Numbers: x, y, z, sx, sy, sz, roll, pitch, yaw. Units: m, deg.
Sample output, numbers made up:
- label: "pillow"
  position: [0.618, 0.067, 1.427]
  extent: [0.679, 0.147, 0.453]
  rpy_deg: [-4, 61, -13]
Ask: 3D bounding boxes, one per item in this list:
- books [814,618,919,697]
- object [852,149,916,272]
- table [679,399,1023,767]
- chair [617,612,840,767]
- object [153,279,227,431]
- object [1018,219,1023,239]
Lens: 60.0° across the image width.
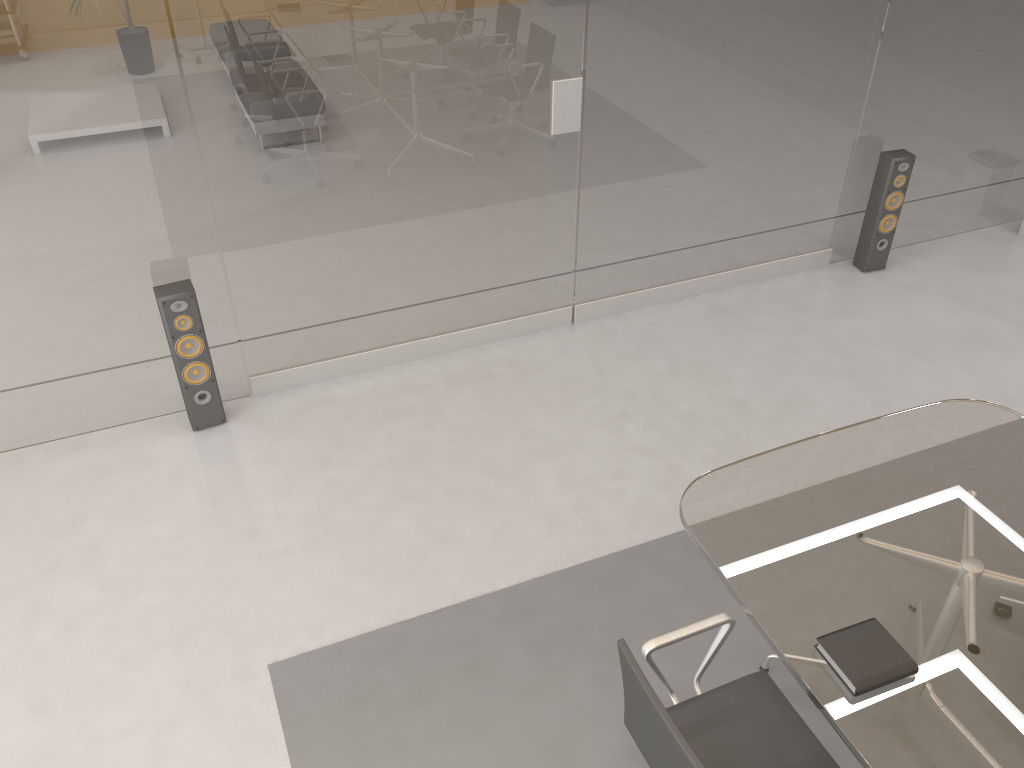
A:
- label: "books"
  position: [0.869, 0.670, 2.180]
  extent: [0.183, 0.032, 0.164]
  rpy_deg: [-13, 38, -17]
- label: "object"
  position: [2.142, -0.985, 5.109]
  extent: [0.152, 0.706, 0.124]
  rpy_deg: [-11, 37, -14]
- label: "table"
  position: [1.631, 1.273, 1.991]
  extent: [1.372, 0.721, 3.054]
  rpy_deg: [-14, 38, -18]
- label: "chair"
  position: [0.608, 0.983, 2.326]
  extent: [0.710, 0.805, 0.731]
  rpy_deg: [-26, 44, -31]
- label: "object"
  position: [-1.411, -0.111, 3.912]
  extent: [0.152, 0.706, 0.124]
  rpy_deg: [-17, 39, -22]
- label: "object"
  position: [3.352, -1.061, 5.504]
  extent: [0.233, 0.363, 0.233]
  rpy_deg: [-14, 38, -18]
